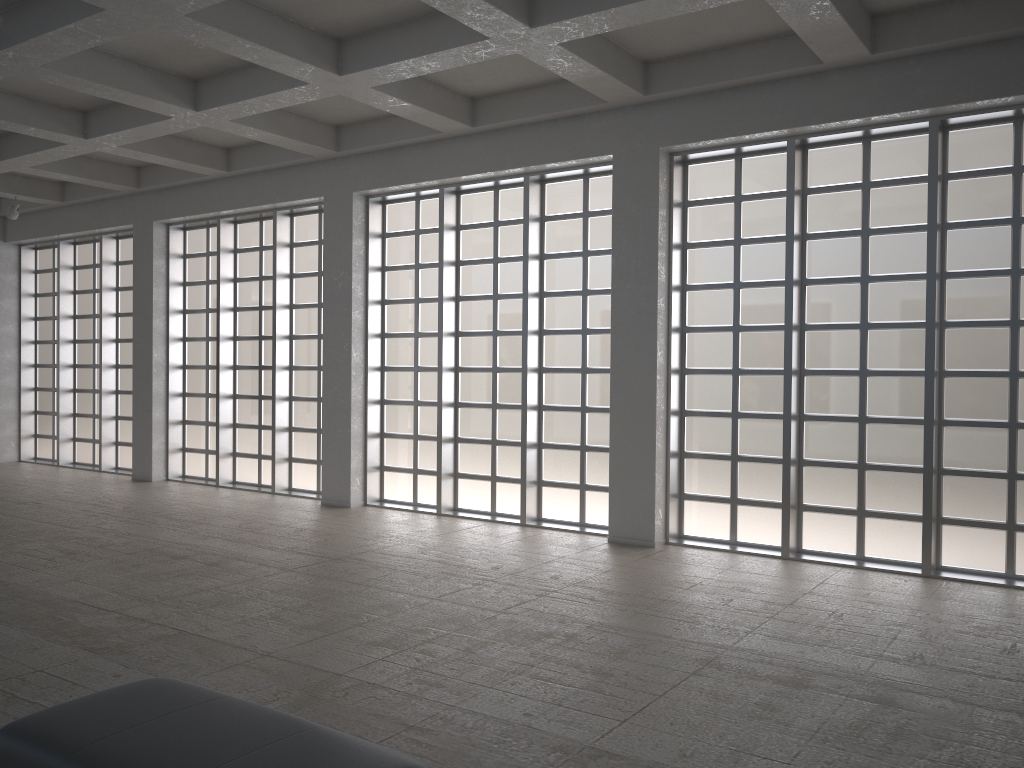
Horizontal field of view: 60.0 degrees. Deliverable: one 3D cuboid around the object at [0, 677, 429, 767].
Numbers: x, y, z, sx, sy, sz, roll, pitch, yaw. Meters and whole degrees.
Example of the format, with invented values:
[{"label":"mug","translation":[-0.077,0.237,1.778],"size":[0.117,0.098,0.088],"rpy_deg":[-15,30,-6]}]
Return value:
[{"label":"object","translation":[-2.172,2.871,6.240],"size":[3.044,0.828,1.616],"rpy_deg":[1,1,34]}]
